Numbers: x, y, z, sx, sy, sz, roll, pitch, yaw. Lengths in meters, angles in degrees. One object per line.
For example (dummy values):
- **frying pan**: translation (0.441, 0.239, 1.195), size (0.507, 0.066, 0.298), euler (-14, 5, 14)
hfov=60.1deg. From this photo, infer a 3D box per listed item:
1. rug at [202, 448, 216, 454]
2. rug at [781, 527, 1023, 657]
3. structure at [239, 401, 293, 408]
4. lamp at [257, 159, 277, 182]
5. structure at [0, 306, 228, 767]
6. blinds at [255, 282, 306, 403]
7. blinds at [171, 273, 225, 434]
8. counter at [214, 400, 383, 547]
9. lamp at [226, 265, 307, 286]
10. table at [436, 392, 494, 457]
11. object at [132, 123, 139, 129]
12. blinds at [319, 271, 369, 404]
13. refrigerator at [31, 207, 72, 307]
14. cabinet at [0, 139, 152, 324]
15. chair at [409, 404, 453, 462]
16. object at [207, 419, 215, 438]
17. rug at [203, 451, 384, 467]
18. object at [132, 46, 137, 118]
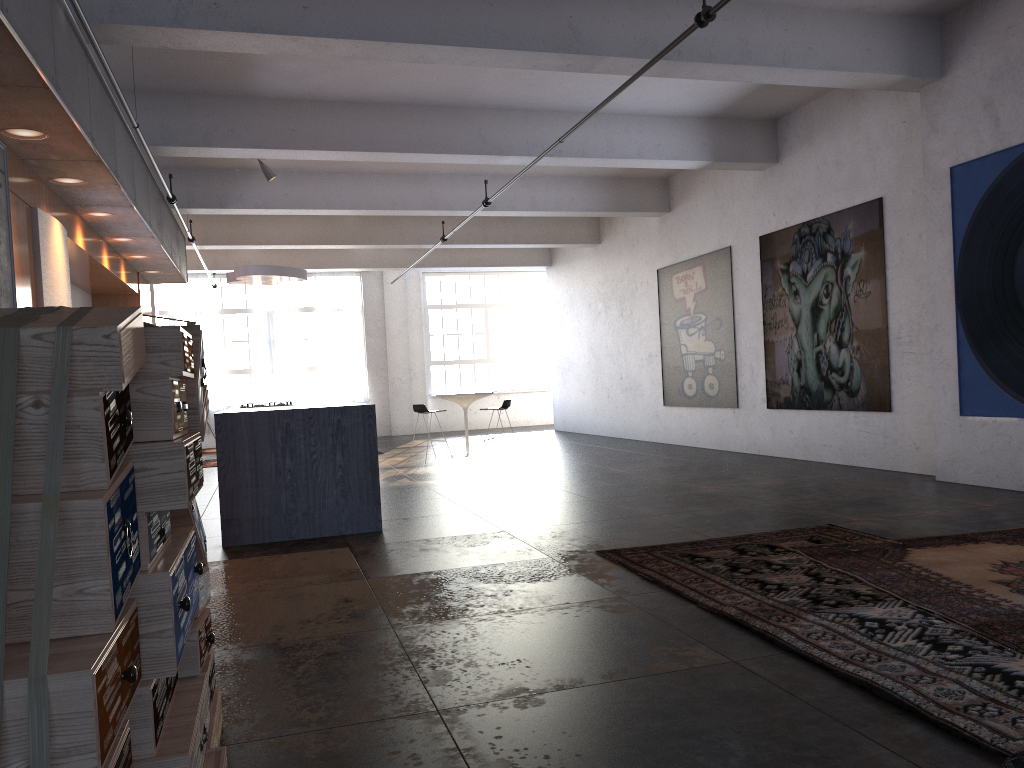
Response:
- **rug**: translation (-5.004, 1.305, 18.480), size (3.167, 0.009, 1.793), euler (-3, 0, -18)
- **rug**: translation (2.591, 0.907, 3.587), size (1.886, 0.048, 3.503), euler (-3, 0, -6)
- **structure**: translation (-2.417, 0.219, 8.717), size (0.518, 0.072, 0.632), euler (-3, 0, -16)
- **lamp**: translation (-2.948, -2.585, 10.685), size (0.226, 0.287, 0.129), euler (-4, 1, -33)
- **structure**: translation (-1.023, 0.471, 2.162), size (0.645, 1.316, 1.890), euler (-3, 1, -16)
- **blinds**: translation (-5.117, -0.843, 19.482), size (1.049, 3.699, 0.334), euler (-4, 2, -20)
- **blinds**: translation (-6.756, -0.745, 18.972), size (1.044, 3.677, 0.356), euler (-4, 2, -18)
- **counter**: translation (-2.434, 0.709, 9.684), size (1.155, 0.971, 6.577), euler (-3, 0, -16)
- **lamp**: translation (-3.468, -1.487, 12.170), size (1.060, 0.130, 1.025), euler (-3, 0, 30)
- **table**: translation (-0.696, 0.617, 13.485), size (0.838, 0.952, 0.819), euler (-3, 1, -16)
- **object**: translation (-4.499, 0.170, 9.042), size (0.052, 0.053, 0.062), euler (-3, 1, -9)
- **blinds**: translation (-3.799, -0.919, 19.905), size (1.042, 3.753, 0.337), euler (-4, 2, -19)
- **refrigerator**: translation (-3.381, -0.106, 6.503), size (0.222, 2.192, 0.943), euler (-4, 1, -18)
- **cabinet**: translation (-5.009, -0.121, 8.040), size (2.406, 2.563, 8.010), euler (-3, 0, -16)
- **chair**: translation (-1.208, 0.734, 12.990), size (0.515, 0.896, 0.454), euler (-4, 2, -40)
- **object**: translation (-6.210, 0.422, 17.074), size (1.194, 1.920, 1.043), euler (-3, 1, -17)
- **rug**: translation (-3.728, 1.233, 15.052), size (2.918, 0.029, 1.832), euler (-3, 0, -17)
- **object**: translation (-4.453, 0.164, 9.011), size (0.050, 0.053, 0.064), euler (-3, 1, 21)
